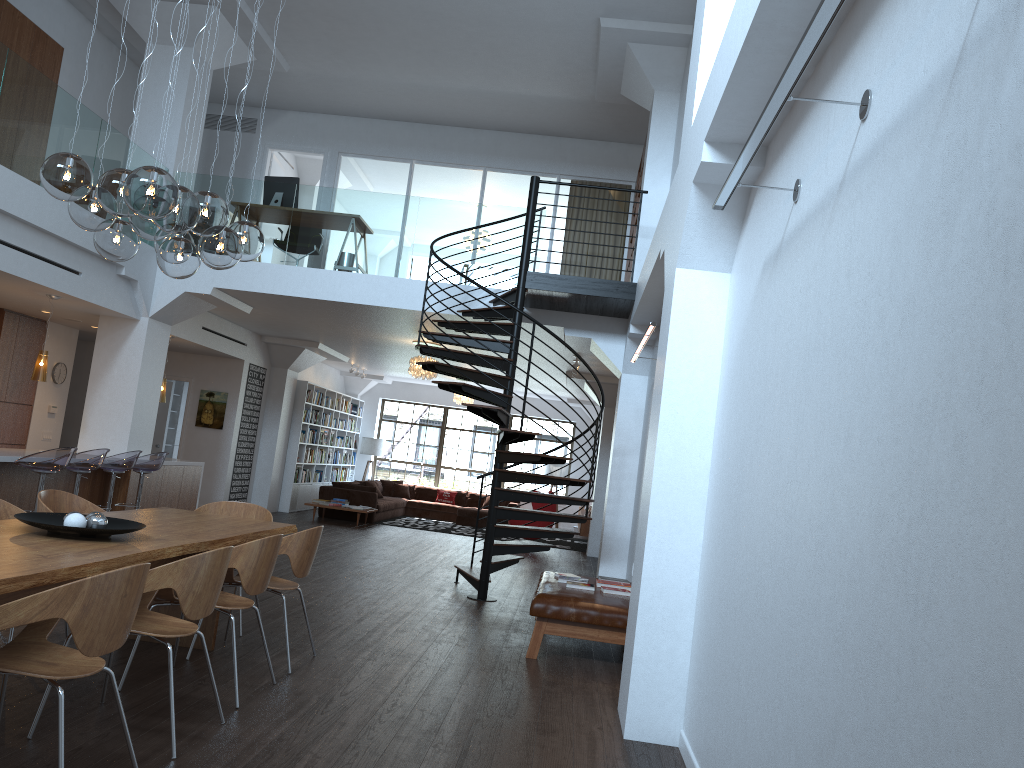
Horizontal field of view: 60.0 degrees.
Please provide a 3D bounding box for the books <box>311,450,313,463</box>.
[{"bbox_3d":[-3.960,1.397,17.189,0.183,0.253,0.034,7,-5,4],"label":"books"}]

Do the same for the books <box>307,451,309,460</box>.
[{"bbox_3d":[-3.979,1.386,16.940,0.161,0.223,0.027,7,-5,4],"label":"books"}]

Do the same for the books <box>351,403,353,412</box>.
[{"bbox_3d":[-3.666,0.540,19.814,0.183,0.253,0.042,7,-5,4],"label":"books"}]

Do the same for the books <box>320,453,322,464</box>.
[{"bbox_3d":[-3.919,1.467,17.816,0.174,0.240,0.045,7,-5,4],"label":"books"}]

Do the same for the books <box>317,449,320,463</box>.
[{"bbox_3d":[-3.925,1.422,17.621,0.176,0.290,0.053,7,-5,4],"label":"books"}]

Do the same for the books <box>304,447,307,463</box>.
[{"bbox_3d":[-3.967,1.334,16.765,0.140,0.298,0.044,7,-5,4],"label":"books"}]

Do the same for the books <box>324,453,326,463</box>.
[{"bbox_3d":[-3.893,1.506,18.107,0.161,0.223,0.026,7,-5,4],"label":"books"}]

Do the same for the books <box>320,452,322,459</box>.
[{"bbox_3d":[-3.915,1.472,17.780,0.161,0.223,0.027,7,-5,4],"label":"books"}]

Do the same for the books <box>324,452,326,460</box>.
[{"bbox_3d":[-3.905,1.492,18.074,0.174,0.240,0.045,7,-5,4],"label":"books"}]

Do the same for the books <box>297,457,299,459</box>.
[{"bbox_3d":[-4.045,1.355,16.385,0.174,0.032,0.254,7,-5,-1],"label":"books"}]

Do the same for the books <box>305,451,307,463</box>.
[{"bbox_3d":[-3.987,1.368,16.853,0.159,0.241,0.038,7,-5,4],"label":"books"}]

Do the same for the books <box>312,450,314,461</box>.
[{"bbox_3d":[-3.953,1.400,17.221,0.183,0.253,0.034,7,-5,4],"label":"books"}]

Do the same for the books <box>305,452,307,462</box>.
[{"bbox_3d":[-3.976,1.383,16.807,0.144,0.207,0.048,7,-5,4],"label":"books"}]

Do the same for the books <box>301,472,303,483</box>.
[{"bbox_3d":[-4.030,1.744,16.733,0.161,0.223,0.032,7,-5,4],"label":"books"}]

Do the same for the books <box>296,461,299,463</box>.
[{"bbox_3d":[-4.051,1.422,16.384,0.197,0.035,0.284,8,-5,-6],"label":"books"}]

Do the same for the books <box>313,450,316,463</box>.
[{"bbox_3d":[-3.944,1.414,17.357,0.183,0.253,0.034,7,-5,4],"label":"books"}]

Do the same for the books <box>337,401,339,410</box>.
[{"bbox_3d":[-3.725,0.441,18.644,0.161,0.223,0.032,7,-5,4],"label":"books"}]

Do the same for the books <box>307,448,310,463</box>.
[{"bbox_3d":[-3.975,1.357,16.983,0.176,0.290,0.053,7,-5,4],"label":"books"}]

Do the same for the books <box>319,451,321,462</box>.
[{"bbox_3d":[-3.917,1.449,17.695,0.183,0.253,0.034,7,-5,4],"label":"books"}]

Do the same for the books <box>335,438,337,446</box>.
[{"bbox_3d":[-3.794,1.228,18.798,0.128,0.178,0.021,7,-5,4],"label":"books"}]

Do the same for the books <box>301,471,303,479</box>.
[{"bbox_3d":[-4.040,1.726,16.704,0.160,0.251,0.031,7,-5,4],"label":"books"}]

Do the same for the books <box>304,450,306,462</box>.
[{"bbox_3d":[-3.992,1.352,16.713,0.189,0.247,0.057,7,-5,5],"label":"books"}]

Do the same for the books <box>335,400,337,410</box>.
[{"bbox_3d":[-3.741,0.418,18.480,0.174,0.236,0.136,7,-5,4],"label":"books"}]

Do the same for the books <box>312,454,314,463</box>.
[{"bbox_3d":[-3.955,1.403,17.255,0.183,0.253,0.034,7,-5,4],"label":"books"}]

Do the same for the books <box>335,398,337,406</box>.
[{"bbox_3d":[-3.745,0.401,18.394,0.183,0.253,0.042,7,-5,4],"label":"books"}]

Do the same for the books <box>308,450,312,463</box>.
[{"bbox_3d":[-3.963,1.392,17.107,0.171,0.246,0.057,7,-5,4],"label":"books"}]

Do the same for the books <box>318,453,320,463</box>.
[{"bbox_3d":[-3.923,1.445,17.662,0.183,0.253,0.034,7,-5,4],"label":"books"}]

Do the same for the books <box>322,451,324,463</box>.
[{"bbox_3d":[-3.907,1.470,17.938,0.180,0.259,0.060,7,-5,4],"label":"books"}]

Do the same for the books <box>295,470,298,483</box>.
[{"bbox_3d":[-4.055,1.696,16.338,0.174,0.240,0.054,7,-5,4],"label":"books"}]

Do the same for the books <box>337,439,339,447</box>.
[{"bbox_3d":[-3.773,1.254,18.963,0.106,0.162,0.030,7,-5,4],"label":"books"}]

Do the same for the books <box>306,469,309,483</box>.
[{"bbox_3d":[-4.019,1.756,17.042,0.180,0.259,0.042,7,-5,4],"label":"books"}]

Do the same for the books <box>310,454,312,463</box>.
[{"bbox_3d":[-3.967,1.404,17.153,0.168,0.231,0.037,7,-5,4],"label":"books"}]

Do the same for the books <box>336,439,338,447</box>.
[{"bbox_3d":[-3.781,1.252,18.902,0.110,0.153,0.018,7,-5,4],"label":"books"}]

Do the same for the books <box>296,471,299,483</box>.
[{"bbox_3d":[-4.046,1.712,16.412,0.161,0.223,0.032,7,-5,4],"label":"books"}]

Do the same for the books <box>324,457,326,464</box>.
[{"bbox_3d":[-3.901,1.504,18.140,0.168,0.231,0.037,7,-5,4],"label":"books"}]

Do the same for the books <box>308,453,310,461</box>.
[{"bbox_3d":[-3.975,1.394,17.020,0.161,0.223,0.026,7,-5,4],"label":"books"}]

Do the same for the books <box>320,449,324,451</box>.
[{"bbox_3d":[-3.909,1.450,17.892,0.176,0.290,0.036,7,-5,4],"label":"books"}]

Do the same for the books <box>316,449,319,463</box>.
[{"bbox_3d":[-3.940,1.413,17.512,0.198,0.284,0.066,7,-5,4],"label":"books"}]

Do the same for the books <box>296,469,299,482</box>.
[{"bbox_3d":[-4.057,1.699,16.451,0.183,0.253,0.042,7,-5,4],"label":"books"}]

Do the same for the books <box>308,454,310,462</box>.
[{"bbox_3d":[-3.989,1.387,17.057,0.174,0.240,0.045,7,-5,4],"label":"books"}]

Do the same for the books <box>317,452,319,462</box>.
[{"bbox_3d":[-3.923,1.453,17.578,0.161,0.223,0.026,7,-5,4],"label":"books"}]

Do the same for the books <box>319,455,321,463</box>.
[{"bbox_3d":[-3.918,1.457,17.740,0.171,0.246,0.057,7,-5,4],"label":"books"}]

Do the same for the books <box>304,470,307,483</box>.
[{"bbox_3d":[-4.020,1.755,16.962,0.171,0.246,0.039,7,-5,4],"label":"books"}]

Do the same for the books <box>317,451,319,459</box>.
[{"bbox_3d":[-3.925,1.436,17.554,0.160,0.250,0.026,7,-5,4],"label":"books"}]

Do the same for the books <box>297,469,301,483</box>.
[{"bbox_3d":[-4.050,1.708,16.533,0.180,0.251,0.048,7,-5,4],"label":"books"}]

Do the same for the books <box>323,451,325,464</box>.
[{"bbox_3d":[-3.907,1.482,18.036,0.183,0.253,0.034,7,-5,4],"label":"books"}]

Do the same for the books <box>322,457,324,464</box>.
[{"bbox_3d":[-3.901,1.479,17.980,0.160,0.250,0.026,7,-5,4],"label":"books"}]

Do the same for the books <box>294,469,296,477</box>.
[{"bbox_3d":[-4.069,1.682,16.266,0.160,0.251,0.031,7,-5,4],"label":"books"}]

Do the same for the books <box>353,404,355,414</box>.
[{"bbox_3d":[-3.648,0.559,19.987,0.183,0.253,0.042,7,-5,4],"label":"books"}]

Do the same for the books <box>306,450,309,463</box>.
[{"bbox_3d":[-3.980,1.371,16.899,0.171,0.246,0.057,7,-5,4],"label":"books"}]

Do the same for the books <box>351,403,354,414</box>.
[{"bbox_3d":[-3.657,0.545,19.857,0.183,0.253,0.042,7,-5,4],"label":"books"}]

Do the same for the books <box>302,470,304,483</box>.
[{"bbox_3d":[-4.037,1.743,16.778,0.176,0.231,0.053,7,-5,4],"label":"books"}]

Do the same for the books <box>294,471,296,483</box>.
[{"bbox_3d":[-4.059,1.700,16.295,0.161,0.223,0.032,7,-5,4],"label":"books"}]

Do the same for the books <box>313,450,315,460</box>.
[{"bbox_3d":[-3.950,1.412,17.328,0.160,0.250,0.026,7,-5,4],"label":"books"}]

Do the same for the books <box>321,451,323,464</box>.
[{"bbox_3d":[-3.905,1.465,17.855,0.183,0.253,0.034,7,-5,4],"label":"books"}]
